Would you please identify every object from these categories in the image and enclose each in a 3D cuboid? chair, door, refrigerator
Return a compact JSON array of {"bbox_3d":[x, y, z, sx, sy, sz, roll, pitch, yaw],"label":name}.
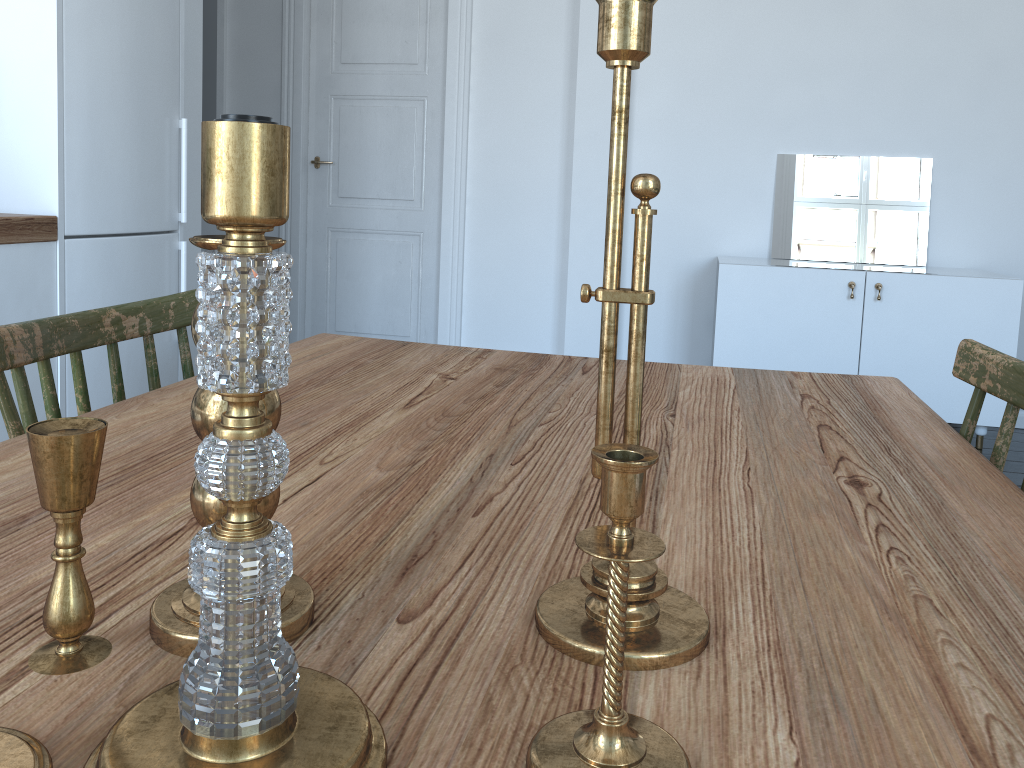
[{"bbox_3d":[0.359,0.379,0.998,0.486,0.817,0.473,4,7,10],"label":"chair"},{"bbox_3d":[-0.732,-1.288,4.711,1.043,2.445,0.117,4,6,12],"label":"door"},{"bbox_3d":[-0.368,0.317,1.154,0.486,0.817,0.473,4,7,10],"label":"chair"},{"bbox_3d":[-1.528,-0.594,2.902,0.682,1.780,0.582,4,6,12],"label":"refrigerator"}]

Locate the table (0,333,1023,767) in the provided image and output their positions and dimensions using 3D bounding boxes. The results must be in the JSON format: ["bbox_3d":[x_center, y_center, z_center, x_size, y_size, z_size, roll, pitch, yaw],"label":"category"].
[{"bbox_3d":[-0.113,0.520,0.505,1.019,0.706,2.262,4,12,12],"label":"table"}]

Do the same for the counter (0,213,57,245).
[{"bbox_3d":[-2.050,-0.174,1.120,0.847,0.072,3.149,5,12,11],"label":"counter"}]

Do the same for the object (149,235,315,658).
[{"bbox_3d":[-0.173,0.031,0.554,0.101,0.244,0.101,7,8,35],"label":"object"}]

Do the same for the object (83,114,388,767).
[{"bbox_3d":[-0.124,0.034,0.406,0.140,0.307,0.142,-2,8,-35],"label":"object"}]

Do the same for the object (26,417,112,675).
[{"bbox_3d":[-0.256,0.092,0.509,0.049,0.137,0.050,4,6,12],"label":"object"}]

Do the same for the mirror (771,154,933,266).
[{"bbox_3d":[1.606,-0.830,4.181,0.697,0.497,0.054,4,6,12],"label":"mirror"}]

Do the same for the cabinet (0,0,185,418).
[{"bbox_3d":[-1.997,-0.581,1.411,0.782,2.336,3.845,4,10,15],"label":"cabinet"}]

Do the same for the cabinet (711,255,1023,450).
[{"bbox_3d":[1.521,-0.163,3.964,1.202,0.726,0.598,5,8,12],"label":"cabinet"}]

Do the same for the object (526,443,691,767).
[{"bbox_3d":[0.050,0.111,0.420,0.080,0.158,0.081,-2,8,-31],"label":"object"}]

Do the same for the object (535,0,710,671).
[{"bbox_3d":[0.080,-0.041,0.559,0.114,0.406,0.114,-1,7,-26],"label":"object"}]

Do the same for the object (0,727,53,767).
[{"bbox_3d":[-0.257,0.132,0.382,0.102,0.112,0.104,2,9,-2],"label":"object"}]

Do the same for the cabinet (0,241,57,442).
[{"bbox_3d":[-2.123,0.246,1.180,0.731,0.802,3.228,5,12,19],"label":"cabinet"}]
